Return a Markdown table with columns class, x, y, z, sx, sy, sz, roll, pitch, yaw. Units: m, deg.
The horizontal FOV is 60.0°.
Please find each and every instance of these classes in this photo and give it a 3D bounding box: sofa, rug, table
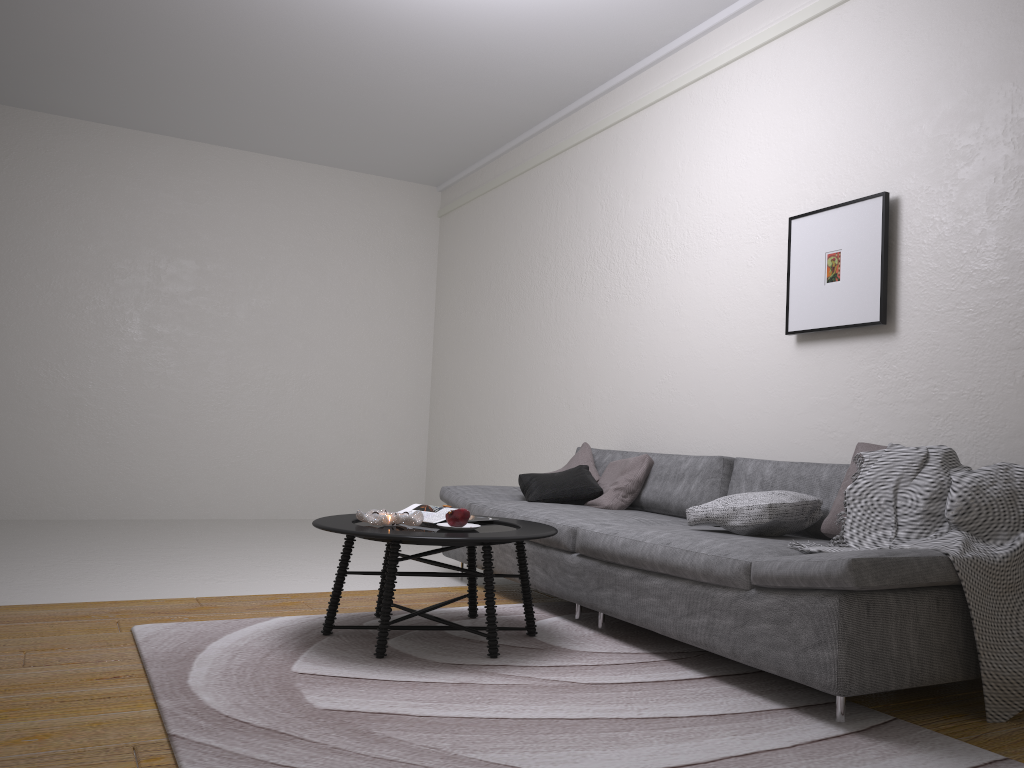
| class | x | y | z | sx | sy | sz | roll | pitch | yaw |
| --- | --- | --- | --- | --- | --- | --- | --- | --- | --- |
| sofa | 0.735 | 0.700 | 4.030 | 1.121 | 0.772 | 3.006 | 4 | -4 | -27 |
| rug | 0.238 | 0.928 | 2.239 | 1.984 | 0.008 | 3.645 | 4 | -4 | -27 |
| table | -0.302 | 0.768 | 3.441 | 0.960 | 0.449 | 0.927 | 5 | -4 | -30 |

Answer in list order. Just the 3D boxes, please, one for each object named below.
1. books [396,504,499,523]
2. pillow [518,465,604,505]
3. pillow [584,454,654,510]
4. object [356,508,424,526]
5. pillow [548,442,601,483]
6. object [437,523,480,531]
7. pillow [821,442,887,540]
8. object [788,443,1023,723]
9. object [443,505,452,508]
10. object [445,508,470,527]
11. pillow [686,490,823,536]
| class | x | y | z | sx | sy | sz | roll | pitch | yaw |
| --- | --- | --- | --- | --- | --- | --- | --- | --- | --- |
| books | -0.291 | 0.535 | 3.688 | 0.299 | 0.048 | 0.380 | -1 | -5 | 41 |
| pillow | 0.260 | 0.573 | 4.818 | 0.423 | 0.268 | 0.399 | 3 | -4 | -7 |
| pillow | 0.536 | 0.525 | 4.760 | 0.343 | 0.318 | 0.415 | 5 | -4 | -28 |
| object | -0.465 | 0.509 | 3.377 | 0.256 | 0.062 | 0.251 | 4 | -4 | -20 |
| pillow | 0.327 | 0.557 | 5.134 | 0.354 | 0.448 | 0.476 | 3 | -4 | -6 |
| object | -0.203 | 0.544 | 3.372 | 0.166 | 0.015 | 0.169 | 1 | -4 | 18 |
| pillow | 1.366 | 0.410 | 3.246 | 0.246 | 0.390 | 0.419 | 5 | -4 | -27 |
| object | 1.386 | 0.631 | 2.959 | 0.869 | 0.866 | 0.630 | 1 | -4 | 28 |
| object | -0.288 | 0.545 | 3.850 | 0.117 | 0.036 | 0.122 | 1 | -4 | 24 |
| object | -0.200 | 0.509 | 3.363 | 0.110 | 0.082 | 0.089 | 2 | -4 | 7 |
| pillow | 0.970 | 0.519 | 3.550 | 0.414 | 0.194 | 0.396 | 6 | -5 | -41 |
